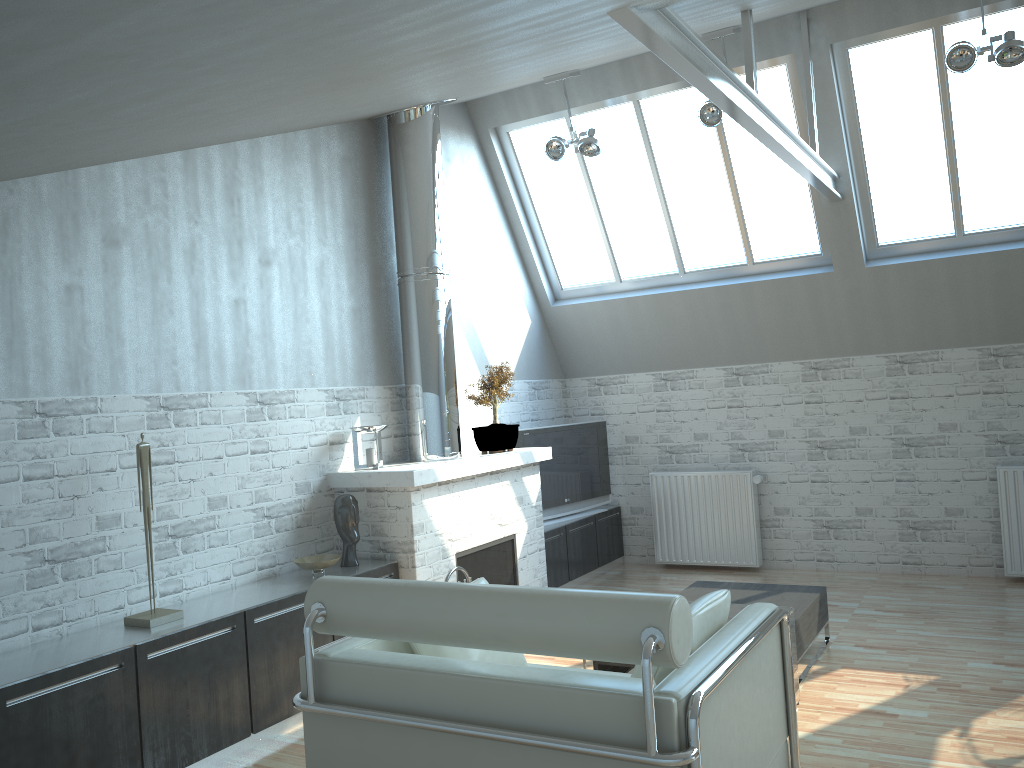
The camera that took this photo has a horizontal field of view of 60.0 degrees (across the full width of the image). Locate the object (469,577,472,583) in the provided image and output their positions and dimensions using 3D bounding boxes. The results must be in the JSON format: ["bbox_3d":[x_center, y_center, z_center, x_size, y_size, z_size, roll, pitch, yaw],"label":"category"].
[{"bbox_3d":[-0.455,2.677,10.275,0.155,0.873,0.026,-4,-1,31],"label":"object"}]

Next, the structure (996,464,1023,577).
[{"bbox_3d":[7.670,1.844,11.959,1.892,1.524,0.508,-4,-1,30],"label":"structure"}]

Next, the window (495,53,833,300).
[{"bbox_3d":[2.284,-2.985,13.594,4.651,2.787,1.897,-4,-1,30],"label":"window"}]

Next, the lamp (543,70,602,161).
[{"bbox_3d":[0.761,-3.702,12.163,0.808,1.172,0.619,-5,-1,34],"label":"lamp"}]

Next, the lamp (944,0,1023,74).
[{"bbox_3d":[5.107,-4.040,9.641,0.808,1.172,0.618,-5,-1,34],"label":"lamp"}]

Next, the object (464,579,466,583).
[{"bbox_3d":[-0.512,2.671,10.176,0.025,0.855,0.025,-3,-1,-38],"label":"object"}]

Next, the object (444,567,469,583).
[{"bbox_3d":[-0.610,2.662,10.179,0.412,1.124,0.584,-4,-1,30],"label":"object"}]

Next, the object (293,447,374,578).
[{"bbox_3d":[0.096,1.875,8.803,4.859,2.558,1.528,-4,-1,29],"label":"object"}]

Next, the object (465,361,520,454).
[{"bbox_3d":[-0.308,0.313,12.200,0.572,1.265,1.115,-5,-1,34],"label":"object"}]

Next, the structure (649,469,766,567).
[{"bbox_3d":[3.238,2.189,14.531,1.892,1.524,0.508,-4,-1,30],"label":"structure"}]

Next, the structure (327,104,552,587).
[{"bbox_3d":[-0.916,-0.324,11.563,1.309,7.180,3.302,-4,-1,30],"label":"structure"}]

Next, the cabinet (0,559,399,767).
[{"bbox_3d":[-2.775,2.709,8.253,0.914,1.270,4.572,-4,-1,30],"label":"cabinet"}]

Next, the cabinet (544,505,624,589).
[{"bbox_3d":[0.737,2.693,14.331,0.908,1.016,3.234,-4,-1,30],"label":"cabinet"}]

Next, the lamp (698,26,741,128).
[{"bbox_3d":[2.668,-3.851,11.056,0.808,1.172,0.619,-5,-1,34],"label":"lamp"}]

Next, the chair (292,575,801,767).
[{"bbox_3d":[0.283,2.090,5.574,2.507,2.001,2.201,-4,-1,30],"label":"chair"}]

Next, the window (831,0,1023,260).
[{"bbox_3d":[6.668,-3.326,11.050,4.651,2.787,1.897,-4,-1,30],"label":"window"}]

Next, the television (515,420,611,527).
[{"bbox_3d":[0.751,1.424,14.397,0.592,1.514,2.577,-5,-1,40],"label":"television"}]

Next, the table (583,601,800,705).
[{"bbox_3d":[1.664,2.586,8.277,1.726,0.867,1.015,-4,-1,30],"label":"table"}]
